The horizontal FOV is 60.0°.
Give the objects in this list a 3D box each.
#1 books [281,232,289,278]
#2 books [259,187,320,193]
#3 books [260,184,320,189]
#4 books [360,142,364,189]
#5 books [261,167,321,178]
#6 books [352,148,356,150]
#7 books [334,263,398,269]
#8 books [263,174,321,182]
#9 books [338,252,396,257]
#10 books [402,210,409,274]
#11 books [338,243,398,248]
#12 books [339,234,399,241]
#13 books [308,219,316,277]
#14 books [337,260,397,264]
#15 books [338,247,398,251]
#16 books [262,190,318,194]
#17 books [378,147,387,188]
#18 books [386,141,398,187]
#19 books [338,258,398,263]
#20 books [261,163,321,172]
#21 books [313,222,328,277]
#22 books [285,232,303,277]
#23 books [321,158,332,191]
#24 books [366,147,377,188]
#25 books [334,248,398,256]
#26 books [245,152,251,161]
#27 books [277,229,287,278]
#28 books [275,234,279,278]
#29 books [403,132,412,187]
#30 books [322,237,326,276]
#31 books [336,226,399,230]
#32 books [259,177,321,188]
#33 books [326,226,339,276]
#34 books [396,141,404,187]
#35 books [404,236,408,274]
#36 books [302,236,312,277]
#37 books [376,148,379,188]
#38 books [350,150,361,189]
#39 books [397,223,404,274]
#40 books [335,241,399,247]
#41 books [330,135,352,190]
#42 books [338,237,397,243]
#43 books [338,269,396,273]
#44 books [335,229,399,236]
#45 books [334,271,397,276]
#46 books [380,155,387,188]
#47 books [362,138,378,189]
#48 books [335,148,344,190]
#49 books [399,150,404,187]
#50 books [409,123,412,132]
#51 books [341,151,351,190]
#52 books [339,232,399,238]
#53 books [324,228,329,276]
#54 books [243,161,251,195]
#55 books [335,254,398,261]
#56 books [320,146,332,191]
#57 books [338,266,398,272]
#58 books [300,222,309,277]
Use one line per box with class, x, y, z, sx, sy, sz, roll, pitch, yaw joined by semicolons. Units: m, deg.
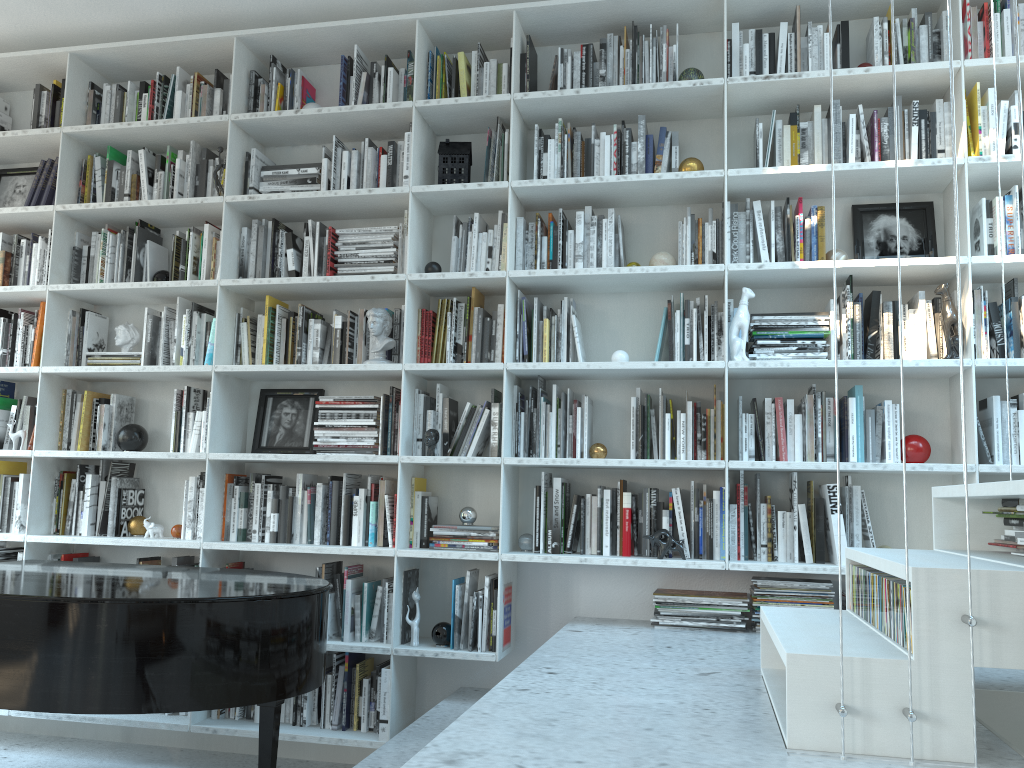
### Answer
books;-0.981;-0.535;3.936;0.011;0.239;0.147;0;-7;12
books;-0.964;-0.846;3.974;0.285;0.012;0.160;0;-8;9
books;-0.963;-0.858;3.978;0.285;0.012;0.160;0;-8;10
books;-0.631;-0.914;3.924;0.029;0.273;0.140;0;-7;12
books;-0.960;-0.924;3.985;0.285;0.024;0.159;0;-8;14
books;-0.682;-0.901;3.923;0.012;0.244;0.131;0;-7;12
books;-0.609;-0.496;3.853;0.285;0.012;0.160;0;-8;9
books;-0.962;-0.900;3.978;0.254;0.025;0.161;0;-8;8
books;-0.607;-0.543;3.863;0.254;0.012;0.161;0;-8;13
books;-0.441;-0.575;3.830;0.012;0.318;0.140;0;-7;12
books;-0.606;-0.580;3.865;0.254;0.012;0.161;0;-8;14
books;-0.606;-0.618;3.870;0.254;0.012;0.161;0;-8;14
books;-0.849;-0.561;3.913;0.049;0.291;0.162;0;-7;12
books;-0.608;-0.508;3.857;0.254;0.012;0.161;0;-8;14
books;-0.607;-0.568;3.862;0.254;0.012;0.161;0;-8;9
books;-0.964;-0.834;3.973;0.254;0.012;0.161;0;-8;9
books;-0.551;-0.897;3.880;0.012;0.230;0.158;0;-7;12
books;-0.502;-0.906;3.866;0.032;0.248;0.173;0;-7;12
books;-0.608;-0.520;3.858;0.254;0.012;0.161;0;-8;10
books;-0.959;-0.947;3.993;0.285;0.024;0.159;0;-8;12
books;-0.818;-0.552;3.891;0.021;0.268;0.192;0;-7;12
books;-0.945;-0.535;3.922;0.066;0.236;0.154;0;-7;12
books;-0.795;-0.875;3.930;0.025;0.187;0.193;0;-7;12
books;-0.591;-0.893;3.883;0.023;0.222;0.191;0;-7;12
books;-0.607;-0.556;3.860;0.285;0.012;0.159;-1;-8;15
books;-1.173;-0.904;4.033;0.012;0.253;0.161;0;-7;12
books;-0.994;-0.541;3.938;0.014;0.250;0.173;0;-7;12
books;-1.007;-0.532;3.944;0.014;0.233;0.147;0;-7;12
books;-0.402;-0.908;3.789;0.037;0.237;0.272;0;-7;12
books;-0.793;-0.524;3.898;0.024;0.216;0.132;0;-7;12
books;-0.605;-0.654;3.874;0.285;0.012;0.159;0;-8;14
books;-0.963;-0.876;3.972;0.285;0.024;0.159;-1;-8;17
books;-0.765;-0.542;3.872;0.013;0.246;0.177;0;-7;12
books;-0.469;-0.911;3.876;0.029;0.261;0.133;0;-7;12
books;-0.423;-0.516;3.816;0.029;0.198;0.172;0;-7;12
books;-0.878;-0.524;3.912;0.024;0.216;0.148;0;-7;12
books;-0.561;-0.896;3.889;0.010;0.230;0.152;0;-7;12
books;-0.664;-0.890;3.908;0.028;0.218;0.183;0;-7;12
books;-0.457;-0.545;3.814;0.012;0.253;0.161;0;-7;12
books;-0.606;-0.592;3.869;0.285;0.012;0.160;0;-8;11
books;-0.755;-0.924;3.915;0.011;0.283;0.190;0;-7;12
books;-0.607;-0.605;3.862;0.254;0.012;0.161;-1;-8;17
books;-0.608;-0.471;3.857;0.254;0.012;0.161;0;-8;12
books;-0.607;-0.643;3.866;0.285;0.012;0.160;0;-8;7
books;-0.608;-0.459;3.853;0.285;0.012;0.159;0;-8;13
books;-0.532;-0.876;3.870;0.029;0.188;0.176;0;-7;12
books;-0.611;-0.915;3.899;0.023;0.269;0.185;0;-7;12
books;-0.737;-0.899;3.924;0.021;0.237;0.171;0;-7;12
books;-0.445;-0.883;3.853;0.029;0.202;0.192;0;-7;12
books;-0.421;-0.948;3.865;0.012;0.334;0.156;0;-7;12
books;-0.704;-0.889;3.914;0.027;0.216;0.190;0;-7;12
books;-0.604;-0.629;3.876;0.254;0.012;0.161;0;-8;12
books;-0.776;-0.539;3.887;0.015;0.244;0.183;0;-7;12
books;-1.159;-0.881;4.007;0.027;0.201;0.168;0;-7;12
books;-0.607;-0.531;3.862;0.285;0.012;0.159;0;-8;13
books;-0.811;-0.907;3.942;0.012;0.253;0.161;0;-7;12
books;-0.608;-0.484;3.856;0.254;0.012;0.161;0;-8;11
books;-0.898;-0.557;3.927;0.022;0.285;0.131;0;-7;12
